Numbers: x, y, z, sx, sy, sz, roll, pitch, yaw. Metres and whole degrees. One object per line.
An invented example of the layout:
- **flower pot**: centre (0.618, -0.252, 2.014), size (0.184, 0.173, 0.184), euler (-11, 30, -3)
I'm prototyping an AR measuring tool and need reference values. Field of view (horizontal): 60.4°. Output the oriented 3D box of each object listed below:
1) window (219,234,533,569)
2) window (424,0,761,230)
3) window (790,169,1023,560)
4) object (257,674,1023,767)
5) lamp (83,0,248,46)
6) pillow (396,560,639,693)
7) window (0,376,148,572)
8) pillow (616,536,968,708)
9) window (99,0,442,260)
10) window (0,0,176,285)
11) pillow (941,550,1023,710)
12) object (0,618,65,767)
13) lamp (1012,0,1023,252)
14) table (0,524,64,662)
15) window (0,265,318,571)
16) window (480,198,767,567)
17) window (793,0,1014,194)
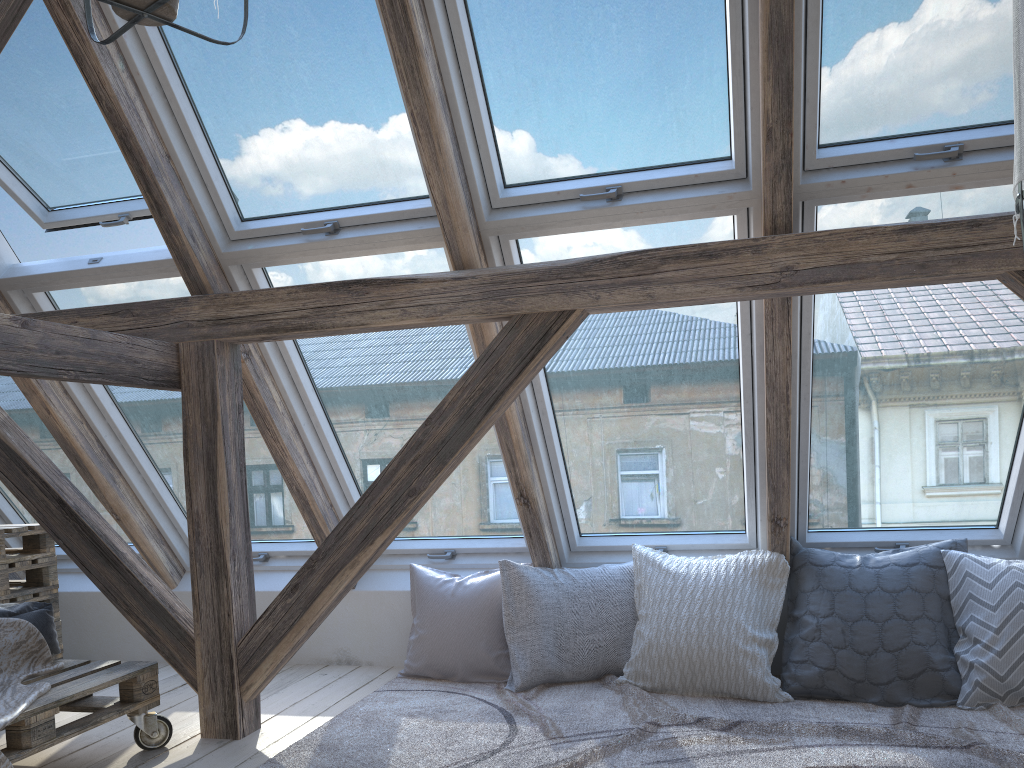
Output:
- **window**: centre (-0.416, 0.143, 3.410), size (0.856, 1.279, 1.094), euler (-2, 0, 15)
- **window**: centre (0.160, -1.171, 2.153), size (0.856, 1.279, 1.094), euler (-2, 0, 15)
- **window**: centre (1.360, 0.025, 2.930), size (0.856, 1.279, 1.094), euler (-2, 0, 15)
- **object**: centre (0.793, 1.031, 2.309), size (3.191, 0.056, 2.188), euler (-4, -5, 15)
- **lamp**: centre (-0.637, -1.260, 1.424), size (0.400, 1.308, 0.406), euler (-3, 2, -9)
- **pillow**: centre (0.069, 0.955, 3.521), size (1.134, 0.526, 0.434), euler (-3, 0, 7)
- **window**: centre (-2.191, 0.262, 3.891), size (0.856, 1.279, 1.094), euler (-2, 0, 15)
- **pillow**: centre (1.019, 0.855, 3.236), size (1.274, 0.565, 0.466), euler (-4, 0, 16)
- **window**: centre (-0.728, -1.112, 2.393), size (0.856, 1.279, 1.094), euler (-2, 0, 15)
- **window**: centre (-1.603, -1.050, 2.678), size (0.856, 1.278, 1.348), euler (-2, -1, 15)
- **pillow**: centre (2.070, 0.810, 2.907), size (1.157, 0.535, 0.500), euler (-4, -1, 20)
- **object**: centre (-1.503, 0.898, 2.345), size (1.013, 0.474, 0.809), euler (-6, -4, 45)
- **lamp**: centre (0.818, -1.062, 1.047), size (0.398, 1.901, 0.407), euler (-4, 3, -34)
- **table**: centre (-2.517, 0.962, 3.614), size (1.018, 0.704, 0.673), euler (-3, -1, 15)
- **window**: centre (-1.303, 0.203, 3.650), size (0.856, 1.279, 1.094), euler (-2, 0, 15)
- **window**: centre (0.472, 0.084, 3.170), size (0.856, 1.279, 1.094), euler (-2, 0, 15)
- **window**: centre (1.047, -1.231, 1.912), size (0.856, 1.279, 1.094), euler (-2, 0, 15)
